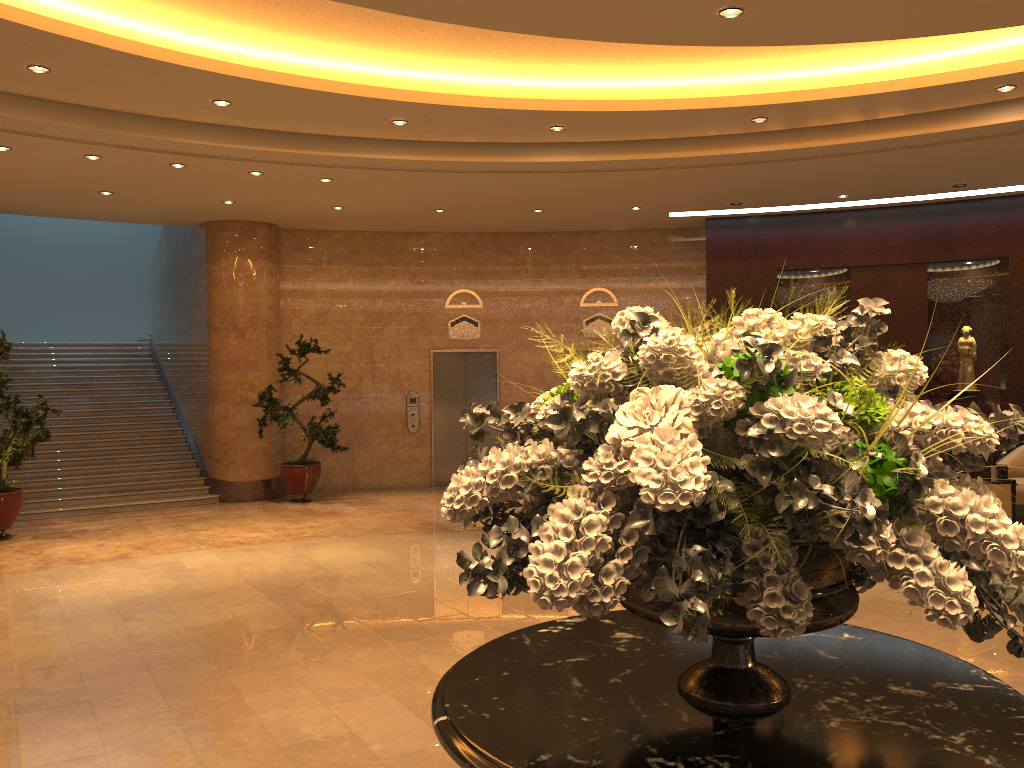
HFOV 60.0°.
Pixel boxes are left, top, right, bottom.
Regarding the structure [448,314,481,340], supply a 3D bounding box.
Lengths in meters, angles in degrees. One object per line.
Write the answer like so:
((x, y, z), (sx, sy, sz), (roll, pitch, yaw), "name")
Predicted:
((-0.746, -0.894, 13.919), (0.504, 0.405, 0.012), (-1, 1, -6), "structure")

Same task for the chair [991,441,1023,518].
((6.050, 1.150, 10.257), (0.951, 0.916, 0.769), (0, 1, 19), "chair")

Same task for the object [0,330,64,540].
((-5.829, 0.572, 10.210), (1.250, 2.363, 0.843), (0, 2, 40), "object")

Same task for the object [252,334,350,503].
((-2.948, 0.485, 12.429), (1.250, 2.363, 0.843), (-1, 1, -9), "object")

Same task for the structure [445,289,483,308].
((-0.751, -1.341, 13.907), (0.600, 0.293, 0.010), (-1, 1, -6), "structure")

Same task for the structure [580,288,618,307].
((1.363, -1.367, 13.921), (0.600, 0.293, 0.010), (-1, 1, 5), "structure")

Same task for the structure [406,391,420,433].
((-1.542, 0.439, 13.818), (0.200, 0.661, 0.053), (-1, 1, -9), "structure")

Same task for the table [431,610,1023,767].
((0.548, 1.312, 2.283), (1.493, 1.089, 1.493), (-2, 2, -37), "table")

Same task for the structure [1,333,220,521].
((-7.040, -1.120, 14.729), (9.849, 5.560, 7.472), (-1, 2, -31), "structure")

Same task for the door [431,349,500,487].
((-0.735, 0.531, 13.993), (1.070, 2.145, 0.150), (-1, 1, -5), "door")

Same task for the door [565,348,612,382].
((1.389, 0.506, 14.016), (1.070, 2.149, 0.150), (-1, 1, 5), "door")

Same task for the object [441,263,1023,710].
((0.519, 0.271, 2.226), (1.318, 0.999, 1.277), (-1, 1, 0), "object")

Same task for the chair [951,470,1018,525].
((4.701, 1.190, 9.266), (0.769, 0.916, 0.951), (-1, 1, 4), "chair")

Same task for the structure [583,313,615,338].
((1.370, -0.920, 13.932), (0.504, 0.405, 0.012), (-1, 1, 5), "structure")
